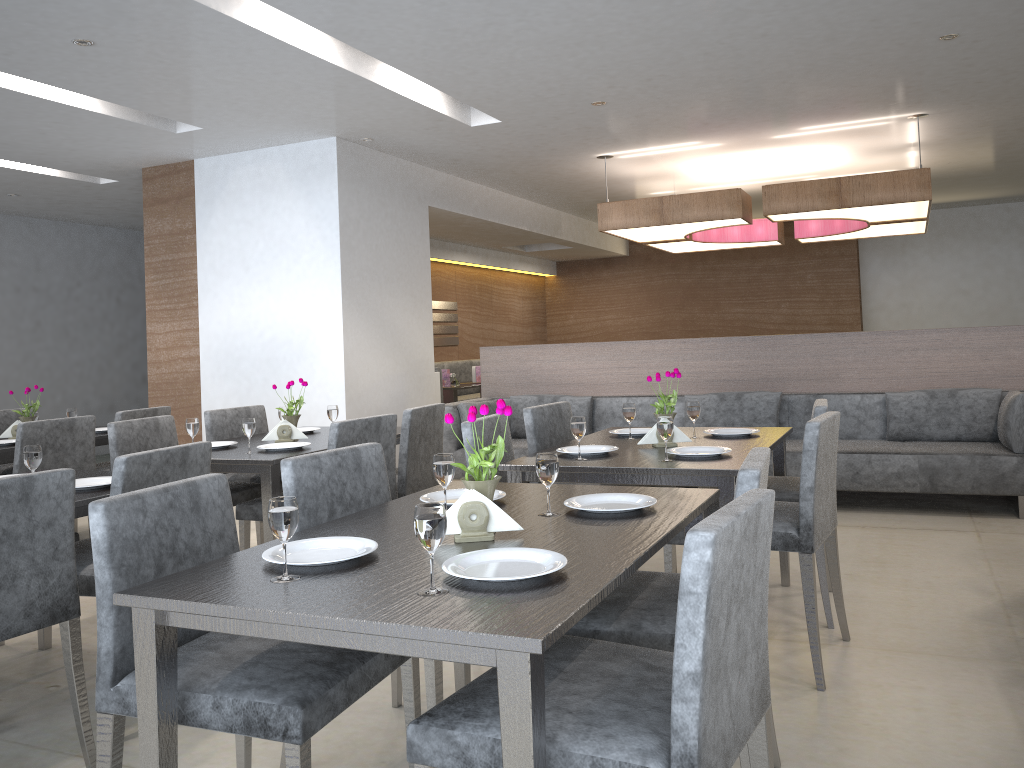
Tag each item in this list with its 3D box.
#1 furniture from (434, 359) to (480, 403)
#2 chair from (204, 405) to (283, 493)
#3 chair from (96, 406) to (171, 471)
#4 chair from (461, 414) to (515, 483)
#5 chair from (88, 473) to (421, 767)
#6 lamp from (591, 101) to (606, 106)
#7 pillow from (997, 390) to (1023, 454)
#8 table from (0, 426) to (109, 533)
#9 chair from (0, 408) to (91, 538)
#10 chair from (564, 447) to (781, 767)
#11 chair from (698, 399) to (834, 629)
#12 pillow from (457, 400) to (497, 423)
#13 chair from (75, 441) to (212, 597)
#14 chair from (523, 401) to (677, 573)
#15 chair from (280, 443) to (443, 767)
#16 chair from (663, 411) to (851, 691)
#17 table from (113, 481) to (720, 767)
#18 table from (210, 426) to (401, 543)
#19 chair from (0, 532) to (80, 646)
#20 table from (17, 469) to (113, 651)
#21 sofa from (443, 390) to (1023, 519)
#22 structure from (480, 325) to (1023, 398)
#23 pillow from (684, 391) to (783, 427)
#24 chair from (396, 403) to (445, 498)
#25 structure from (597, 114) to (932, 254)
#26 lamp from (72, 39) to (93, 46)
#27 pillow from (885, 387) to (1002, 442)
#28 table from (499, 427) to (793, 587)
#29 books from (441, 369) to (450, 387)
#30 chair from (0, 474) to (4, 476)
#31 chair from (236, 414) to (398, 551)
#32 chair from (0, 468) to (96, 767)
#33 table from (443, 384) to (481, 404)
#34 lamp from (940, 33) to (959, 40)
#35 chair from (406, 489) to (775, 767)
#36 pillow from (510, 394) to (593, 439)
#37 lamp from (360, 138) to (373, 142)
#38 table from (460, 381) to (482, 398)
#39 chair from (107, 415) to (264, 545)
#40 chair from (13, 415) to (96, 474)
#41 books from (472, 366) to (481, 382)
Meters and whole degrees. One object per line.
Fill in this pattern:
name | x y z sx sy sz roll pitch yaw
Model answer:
furniture | 1.318 0.111 9.404 4.250 0.854 5.655 -1 3 24
chair | -1.181 0.496 4.323 0.491 0.763 0.477 -3 -1 29
chair | -2.144 0.516 4.746 0.491 0.763 0.477 -3 -1 19
chair | 0.128 0.497 3.135 0.491 0.763 0.477 -3 -1 19
chair | -0.497 0.587 1.751 0.491 0.763 0.477 -3 -1 19
lamp | 0.539 -1.751 5.517 0.089 0.007 0.089 -3 3 -21
pillow | 2.769 0.194 4.887 0.151 0.325 0.575 -3 1 24
table | -2.530 0.600 4.634 0.776 0.635 1.190 -2 2 24
chair | -2.738 0.528 5.026 0.491 0.763 0.477 -3 -1 29
chair | 0.329 0.542 1.965 0.491 0.763 0.477 -3 -1 19
chair | 0.954 0.453 3.349 0.491 0.763 0.477 -3 -1 19
pillow | -0.173 0.262 6.205 0.188 0.306 0.560 -3 1 25
chair | -1.212 0.574 2.661 0.491 0.763 0.477 -3 -1 19
chair | 0.360 0.465 3.628 0.491 0.763 0.477 -3 -1 29
chair | -0.265 0.554 2.245 0.491 0.763 0.477 -3 -1 29
chair | 0.790 0.483 2.845 0.491 0.763 0.477 -3 -1 29
table | -0.057 0.626 1.853 0.776 0.635 1.190 -2 2 24
table | -0.973 0.568 3.931 0.776 0.635 1.190 -2 2 24
chair | -1.806 0.586 2.940 0.491 0.763 0.477 -3 -1 29
table | -1.598 0.658 2.548 0.776 0.635 1.190 -2 2 24
sofa | 1.332 0.401 5.607 3.793 0.629 0.836 -1 1 24
structure | 1.534 0.178 6.091 3.768 1.010 0.224 -1 -1 24
pillow | 1.428 0.210 5.751 0.637 0.321 0.181 -2 0 24
chair | -0.587 0.484 4.044 0.491 0.763 0.477 -3 -1 19
structure | 2.290 -1.631 7.726 2.438 0.619 2.450 -1 3 24
lamp | -1.988 -1.581 4.092 0.089 0.007 0.089 -3 3 -21
pillow | 2.557 0.187 5.241 0.637 0.321 0.181 -2 0 24
table | 0.568 0.537 3.236 0.776 0.635 1.190 -2 2 24
books | -0.679 -0.052 8.166 0.157 0.165 0.143 -2 0 44
chair | -2.970 0.560 4.532 0.491 0.763 0.477 -3 -1 19
chair | -0.751 0.514 3.540 0.491 0.763 0.477 -3 -1 29
chair | -1.376 0.604 2.157 0.491 0.763 0.477 -3 -1 29
table | -0.559 0.346 8.164 0.505 0.656 0.506 -2 0 24
lamp | 2.237 -1.775 4.522 0.089 0.007 0.089 -3 3 -21
chair | 0.165 0.573 1.462 0.491 0.763 0.477 -3 -1 29
pillow | 0.267 0.234 6.274 0.637 0.321 0.181 -2 0 24
lamp | -1.026 -1.719 6.222 0.089 0.007 0.089 -3 3 -21
table | -0.244 0.301 8.862 0.505 0.656 0.506 -2 0 24
chair | -1.413 0.528 3.830 0.491 0.763 0.477 -3 -1 19
chair | -2.308 0.546 4.242 0.491 0.763 0.477 -3 -1 29
books | -0.362 -0.097 8.868 0.157 0.165 0.143 -2 0 44
